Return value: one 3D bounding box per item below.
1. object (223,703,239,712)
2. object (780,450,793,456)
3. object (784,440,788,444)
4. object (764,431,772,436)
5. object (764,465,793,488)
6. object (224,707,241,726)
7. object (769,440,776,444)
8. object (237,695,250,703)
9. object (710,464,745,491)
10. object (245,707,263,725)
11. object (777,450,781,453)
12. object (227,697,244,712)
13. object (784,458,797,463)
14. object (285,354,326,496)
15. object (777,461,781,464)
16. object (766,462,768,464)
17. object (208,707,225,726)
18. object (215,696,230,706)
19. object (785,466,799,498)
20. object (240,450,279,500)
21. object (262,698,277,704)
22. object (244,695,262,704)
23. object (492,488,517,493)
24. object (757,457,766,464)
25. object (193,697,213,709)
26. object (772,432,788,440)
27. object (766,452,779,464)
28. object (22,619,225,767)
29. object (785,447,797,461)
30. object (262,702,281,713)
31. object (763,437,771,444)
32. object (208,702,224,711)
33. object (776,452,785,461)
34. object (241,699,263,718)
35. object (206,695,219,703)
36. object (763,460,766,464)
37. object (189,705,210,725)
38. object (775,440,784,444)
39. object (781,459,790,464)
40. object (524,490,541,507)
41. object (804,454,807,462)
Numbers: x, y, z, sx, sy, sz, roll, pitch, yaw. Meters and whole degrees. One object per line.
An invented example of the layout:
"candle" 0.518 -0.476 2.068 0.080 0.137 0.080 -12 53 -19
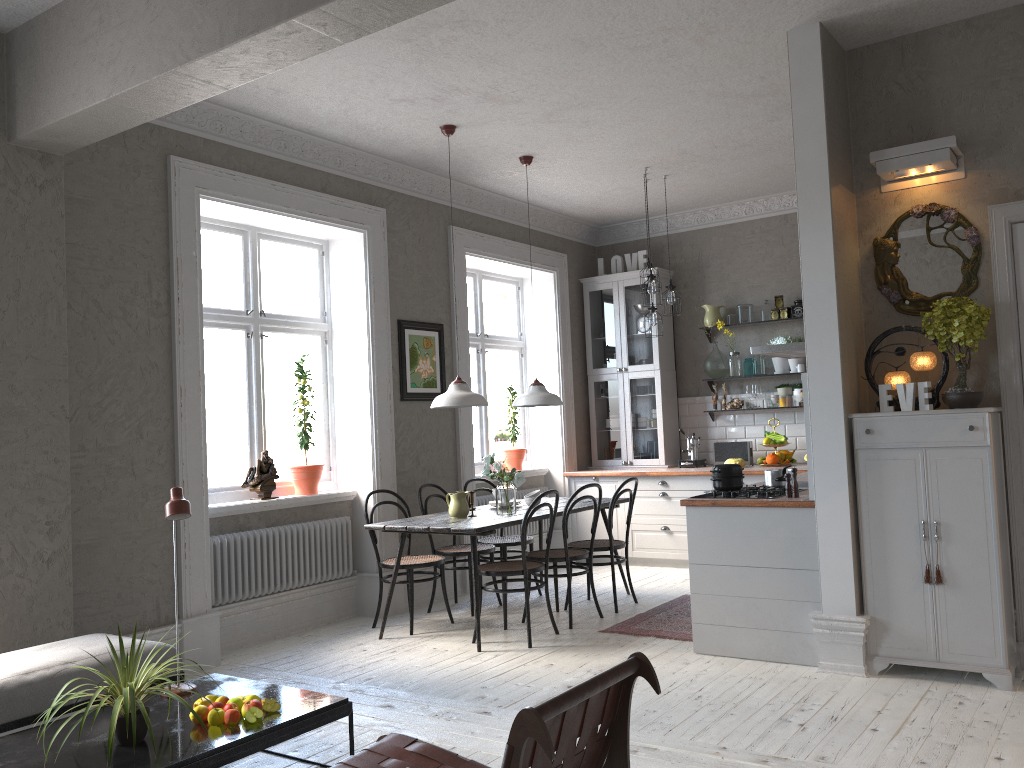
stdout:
"object" -1.024 1.192 3.227 0.056 0.058 0.059 -4 -3 25
"object" 2.429 0.609 7.813 0.125 0.056 0.060 -4 -3 27
"object" 2.410 0.519 7.810 0.051 0.050 0.050 -5 -4 44
"object" 2.274 0.442 7.866 0.072 0.058 0.051 -3 -3 11
"object" 1.590 0.529 5.129 0.177 0.134 0.299 -2 -3 -20
"object" -0.997 1.188 3.159 0.057 0.058 0.056 -1 -3 -31
"object" 2.295 0.525 7.810 0.062 0.061 0.068 -5 -3 35
"object" -1.019 1.208 3.359 0.063 0.039 0.067 -5 -4 40
"object" 1.238 0.536 5.088 0.188 0.147 0.195 -3 -3 14
"object" -0.926 1.187 3.167 0.057 0.053 0.061 -5 -4 41
"object" 2.391 0.632 7.890 0.084 0.093 0.088 -4 -3 31
"object" -1.028 1.195 3.289 0.062 0.058 0.061 -2 -3 -11
"object" 2.446 0.675 7.852 0.054 0.044 0.214 -2 -3 -16
"object" -1.455 0.277 6.198 0.273 0.991 0.267 -2 -3 -16
"object" 2.335 0.692 7.783 0.070 0.065 0.070 -1 -3 -34
"object" 2.293 0.693 7.874 0.069 0.076 0.232 -4 -3 18
"object" -1.057 1.188 3.172 0.063 0.063 0.060 -1 -3 -24
"object" -1.084 1.199 3.316 0.056 0.058 0.059 -3 -3 17
"object" 1.515 0.530 4.796 0.071 0.166 0.036 -4 -3 34
"object" -1.669 0.601 5.856 0.117 0.329 0.242 -5 -3 37
"object" -0.918 1.204 3.355 0.062 0.036 0.047 0 -4 -44
"object" -0.967 1.191 3.303 0.059 0.062 0.064 -3 -3 16
"object" -0.053 0.809 6.446 0.176 0.094 0.182 -4 -3 26
"object" 2.261 0.685 7.922 0.154 0.072 0.075 -1 -3 -26
"object" -1.146 1.196 3.279 0.066 0.066 0.072 -5 -4 40
"object" 2.389 0.468 7.866 0.090 0.096 0.177 -1 -3 -35
"object" 2.275 0.652 7.735 0.113 0.110 0.111 -3 -3 2
"object" -1.281 1.021 3.035 0.676 0.420 0.716 -1 -3 -37
"object" 2.447 0.613 7.791 0.128 0.120 0.060 -1 -3 -32
"object" -0.894 1.199 3.289 0.067 0.037 0.046 -1 -3 -29
"object" 2.251 0.505 7.821 0.080 0.069 0.058 -1 -3 -36
"object" -1.087 1.197 3.250 0.057 0.056 0.061 -4 -3 22
"object" 2.351 0.639 7.776 0.089 0.078 0.087 -1 -3 -29
"object" -0.947 1.185 3.230 0.076 0.064 0.073 -1 -3 -25
"object" -1.143 1.205 3.354 0.068 0.055 0.060 -3 -3 2
"object" 2.272 0.685 7.870 0.089 0.057 0.084 -1 -3 -23
"object" -1.125 1.191 3.190 0.071 0.066 0.069 0 -4 -40
"object" 2.360 0.524 7.807 0.075 0.062 0.101 -3 -3 8
"object" 2.388 0.681 7.740 0.068 0.051 0.089 -2 -3 -7
"object" 0.149 0.823 6.360 0.130 0.119 0.122 0 -4 -39
"object" 2.580 0.611 7.470 0.222 0.174 0.231 -1 -3 -33
